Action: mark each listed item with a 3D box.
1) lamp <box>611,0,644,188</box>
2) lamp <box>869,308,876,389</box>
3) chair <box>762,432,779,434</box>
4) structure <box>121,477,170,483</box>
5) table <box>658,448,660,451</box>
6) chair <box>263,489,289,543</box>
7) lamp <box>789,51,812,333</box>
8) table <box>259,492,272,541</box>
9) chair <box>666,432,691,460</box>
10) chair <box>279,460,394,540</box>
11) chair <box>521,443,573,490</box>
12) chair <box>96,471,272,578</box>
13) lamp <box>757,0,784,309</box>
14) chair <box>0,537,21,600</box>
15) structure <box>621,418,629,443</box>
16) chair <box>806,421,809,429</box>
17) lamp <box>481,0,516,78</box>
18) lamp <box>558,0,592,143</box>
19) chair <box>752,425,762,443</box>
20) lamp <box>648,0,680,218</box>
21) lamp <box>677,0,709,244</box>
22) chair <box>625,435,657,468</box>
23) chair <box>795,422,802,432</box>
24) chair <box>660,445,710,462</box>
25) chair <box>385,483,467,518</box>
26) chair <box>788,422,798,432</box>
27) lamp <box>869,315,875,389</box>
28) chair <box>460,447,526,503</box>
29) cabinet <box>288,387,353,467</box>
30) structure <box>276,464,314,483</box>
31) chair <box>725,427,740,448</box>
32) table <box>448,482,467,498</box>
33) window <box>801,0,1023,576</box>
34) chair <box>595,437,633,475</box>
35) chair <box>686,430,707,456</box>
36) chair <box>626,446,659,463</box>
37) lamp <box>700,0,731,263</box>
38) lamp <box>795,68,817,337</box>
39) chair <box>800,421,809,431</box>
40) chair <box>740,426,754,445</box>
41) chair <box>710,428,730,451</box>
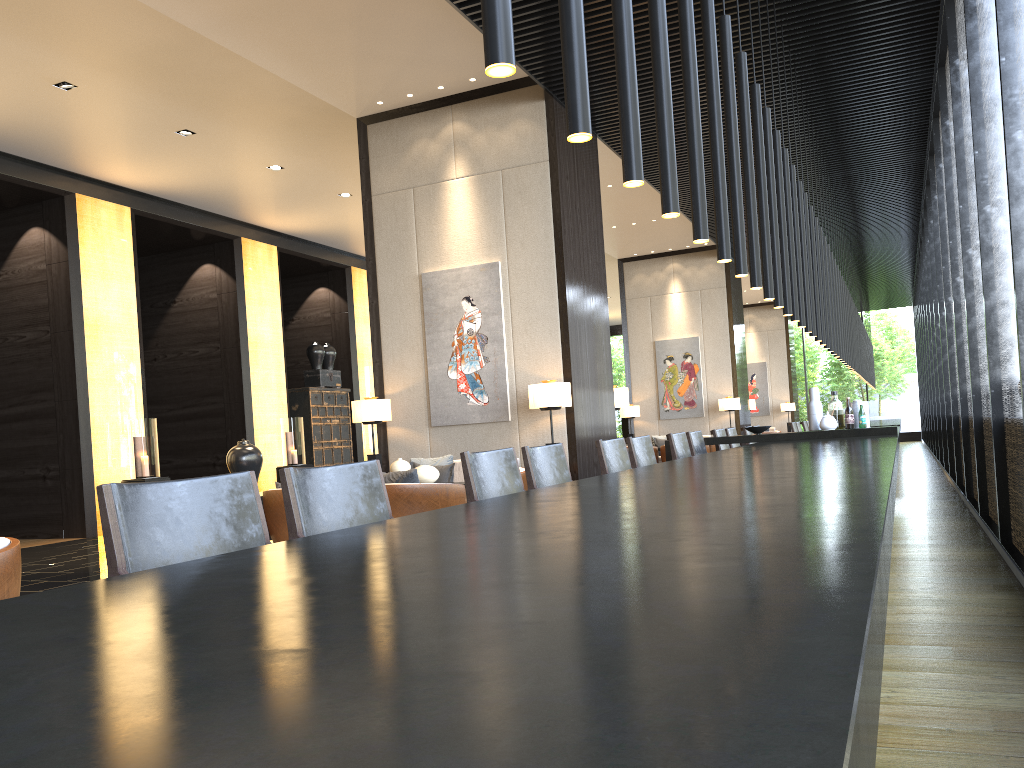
[{"bbox_3d":[0.275,-1.789,2.585,0.060,2.420,0.060,-4,0,19],"label":"lamp"},{"bbox_3d":[10.334,-1.052,25.417,0.060,2.420,0.060,-4,0,29],"label":"lamp"},{"bbox_3d":[6.463,1.532,22.765,0.805,0.604,0.606,-5,-2,24],"label":"chair"},{"bbox_3d":[-4.506,1.494,10.938,0.403,0.657,0.402,-4,-1,24],"label":"structure"},{"bbox_3d":[2.799,1.374,15.608,1.043,0.517,0.575,-5,-2,24],"label":"table"},{"bbox_3d":[-1.532,1.076,6.735,0.805,0.604,0.606,-5,-2,24],"label":"chair"},{"bbox_3d":[2.392,-1.634,7.389,0.060,2.420,0.060,-4,0,19],"label":"lamp"},{"bbox_3d":[-2.147,1.220,7.823,0.621,0.512,1.959,-5,-3,24],"label":"table"},{"bbox_3d":[1.394,0.746,6.302,0.564,0.827,0.525,-4,-1,24],"label":"chair"},{"bbox_3d":[-0.305,0.622,2.445,0.564,0.827,0.525,-4,-1,24],"label":"chair"},{"bbox_3d":[0.346,0.669,3.922,0.564,0.827,0.525,-4,-1,24],"label":"chair"},{"bbox_3d":[-0.536,0.605,1.919,0.564,0.827,0.525,-4,-1,24],"label":"chair"},{"bbox_3d":[1.614,-1.691,5.624,0.060,2.420,0.060,-4,0,19],"label":"lamp"},{"bbox_3d":[-2.195,0.910,3.324,0.805,0.604,0.606,-5,-2,24],"label":"chair"},{"bbox_3d":[2.371,1.185,17.738,0.240,1.217,0.240,-4,0,24],"label":"structure"},{"bbox_3d":[5.280,1.031,15.122,0.564,0.827,0.525,-4,-1,24],"label":"chair"},{"bbox_3d":[-0.102,-1.817,1.729,0.060,2.420,0.060,-4,0,19],"label":"lamp"},{"bbox_3d":[0.085,-1.803,2.153,0.060,2.420,0.060,-4,0,19],"label":"lamp"},{"bbox_3d":[2.906,0.857,9.734,0.564,0.827,0.525,-4,-1,24],"label":"chair"},{"bbox_3d":[0.458,-1.776,3.000,0.060,2.420,0.060,-4,0,29],"label":"lamp"},{"bbox_3d":[0.657,-1.761,3.452,0.060,2.420,0.060,-4,0,19],"label":"lamp"},{"bbox_3d":[0.986,0.716,5.375,0.564,0.827,0.525,-4,-1,24],"label":"chair"},{"bbox_3d":[4.616,0.982,13.615,0.564,0.827,0.525,-4,-1,24],"label":"chair"},{"bbox_3d":[2.825,1.265,14.507,0.805,0.604,0.606,-5,-2,24],"label":"chair"},{"bbox_3d":[-0.751,1.003,6.389,0.805,0.604,0.606,-5,-2,24],"label":"chair"},{"bbox_3d":[4.385,0.965,13.089,0.564,0.827,0.525,-4,-1,24],"label":"chair"},{"bbox_3d":[10.127,-1.068,24.947,0.060,2.420,0.060,-4,0,29],"label":"lamp"},{"bbox_3d":[0.114,0.652,3.396,0.564,0.827,0.525,-4,-1,24],"label":"chair"},{"bbox_3d":[-3.284,1.049,15.247,0.548,1.922,1.186,-4,-1,24],"label":"cabinet"},{"bbox_3d":[-3.322,1.581,13.625,0.403,0.657,0.402,-4,-1,24],"label":"structure"},{"bbox_3d":[2.266,0.810,8.281,0.564,0.827,0.525,-4,-1,24],"label":"chair"},{"bbox_3d":[-0.821,1.109,7.393,1.043,0.517,0.575,-5,-2,24],"label":"table"},{"bbox_3d":[0.346,-0.430,13.854,12.073,4.224,31.873,-5,-4,24],"label":"window"},{"bbox_3d":[0.754,0.699,4.849,0.564,0.827,0.525,-4,-1,24],"label":"chair"},{"bbox_3d":[1.626,0.763,6.828,0.564,0.827,0.525,-4,-1,24],"label":"chair"},{"bbox_3d":[2.044,1.338,14.853,0.805,0.604,0.606,-5,-2,24],"label":"chair"},{"bbox_3d":[0.857,-1.746,3.904,0.060,2.420,0.060,-4,0,29],"label":"lamp"},{"bbox_3d":[2.566,-1.621,7.784,0.060,2.420,0.060,-4,0,19],"label":"lamp"},{"bbox_3d":[5.048,1.014,14.596,0.564,0.827,0.525,-4,-1,24],"label":"chair"},{"bbox_3d":[2.675,0.840,9.208,0.564,0.827,0.525,-4,-1,24],"label":"chair"},{"bbox_3d":[2.035,0.793,7.755,0.564,0.827,0.525,-4,-1,24],"label":"chair"}]
